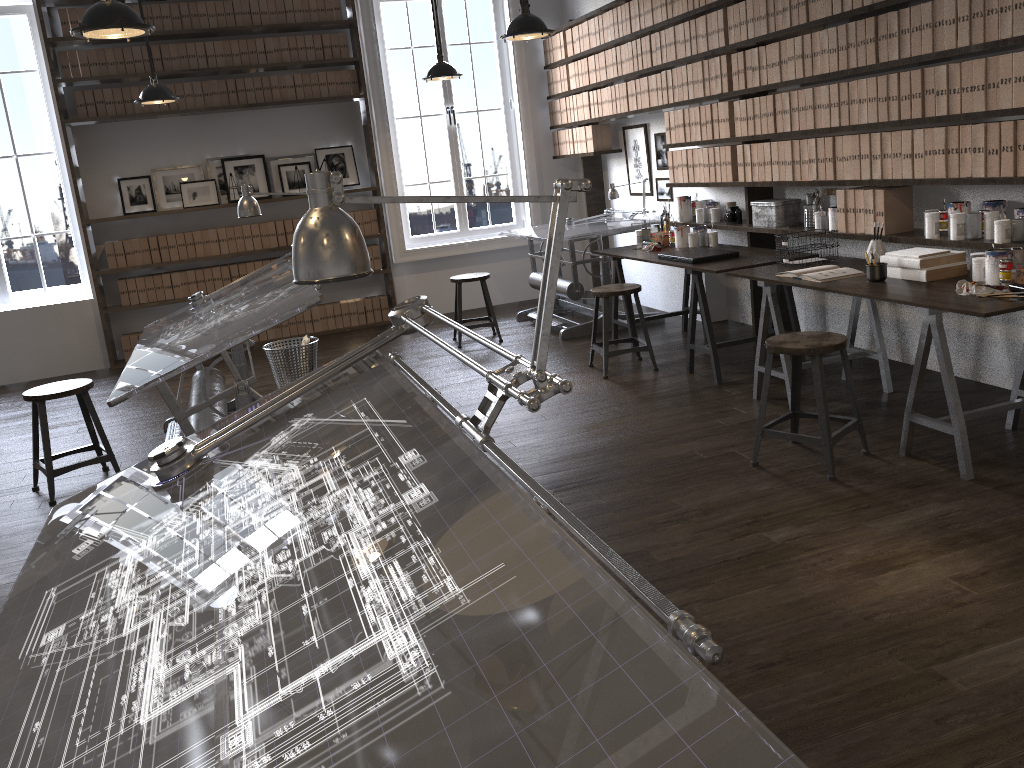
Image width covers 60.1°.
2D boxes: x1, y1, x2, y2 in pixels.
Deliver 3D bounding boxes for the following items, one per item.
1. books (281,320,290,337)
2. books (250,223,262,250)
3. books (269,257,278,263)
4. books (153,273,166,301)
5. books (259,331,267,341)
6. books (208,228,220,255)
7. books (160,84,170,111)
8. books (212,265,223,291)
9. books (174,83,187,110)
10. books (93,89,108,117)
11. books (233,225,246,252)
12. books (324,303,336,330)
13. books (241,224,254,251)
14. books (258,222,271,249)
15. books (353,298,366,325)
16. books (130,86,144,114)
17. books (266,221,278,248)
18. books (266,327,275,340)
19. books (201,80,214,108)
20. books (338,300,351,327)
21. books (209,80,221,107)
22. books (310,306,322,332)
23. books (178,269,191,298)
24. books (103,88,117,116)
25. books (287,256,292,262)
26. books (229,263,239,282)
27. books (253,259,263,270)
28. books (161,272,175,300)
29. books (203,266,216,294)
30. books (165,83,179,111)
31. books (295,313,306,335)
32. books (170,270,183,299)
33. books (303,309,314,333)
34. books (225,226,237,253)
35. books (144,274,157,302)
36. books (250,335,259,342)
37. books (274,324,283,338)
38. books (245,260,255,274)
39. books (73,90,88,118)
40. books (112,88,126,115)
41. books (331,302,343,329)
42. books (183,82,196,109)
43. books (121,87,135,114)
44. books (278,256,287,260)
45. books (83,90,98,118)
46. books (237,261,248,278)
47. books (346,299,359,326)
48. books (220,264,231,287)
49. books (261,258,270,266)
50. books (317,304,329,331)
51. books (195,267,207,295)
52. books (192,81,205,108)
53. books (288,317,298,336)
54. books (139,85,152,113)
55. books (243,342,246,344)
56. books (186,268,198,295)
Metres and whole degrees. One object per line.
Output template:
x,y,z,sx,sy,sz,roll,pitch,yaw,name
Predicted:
-2.063,-0.548,8.015,0.067,0.223,0.176,-10,13,-16,books
-2.260,-1.302,7.822,0.067,0.223,0.176,-10,13,-16,books
-2.115,-1.014,7.925,0.067,0.223,0.176,-10,13,-16,books
-3.039,-0.838,7.642,0.067,0.223,0.176,-10,13,-16,books
-2.254,-0.512,7.957,0.067,0.223,0.176,-10,13,-16,books
-2.596,-1.239,7.722,0.067,0.223,0.176,-10,13,-16,books
-2.920,-2.386,7.419,0.067,0.223,0.176,-10,13,-16,books
-2.584,-0.924,7.778,0.067,0.223,0.176,-10,13,-16,books
-2.790,-2.413,7.465,0.067,0.223,0.176,-10,13,-16,books
-3.377,-2.301,7.285,0.067,0.223,0.176,-10,13,-16,books
-2.397,-1.278,7.788,0.067,0.223,0.176,-10,13,-16,books
-1.675,-0.622,8.134,0.067,0.223,0.176,-10,13,-16,books
-2.330,-1.290,7.804,0.067,0.223,0.176,-10,13,-16,books
-2.192,-1.315,7.843,0.067,0.223,0.176,-10,13,-16,books
-1.413,-0.673,8.221,0.067,0.223,0.176,-10,13,-16,books
-3.110,-2.350,7.360,0.067,0.223,0.176,-10,13,-16,books
-2.134,-1.327,7.865,0.067,0.223,0.176,-10,13,-16,books
-2.187,-0.525,7.980,0.067,0.223,0.176,-10,13,-16,books
-2.585,-2.449,7.520,0.067,0.223,0.176,-10,13,-16,books
-1.546,-0.648,8.179,0.067,0.223,0.176,-10,13,-16,books
-2.527,-2.462,7.543,0.067,0.223,0.176,-10,13,-16,books
-1.798,-0.599,8.099,0.067,0.223,0.176,-10,13,-16,books
-2.845,-0.875,7.701,0.067,0.223,0.176,-10,13,-16,books
-3.308,-2.313,7.301,0.067,0.223,0.176,-10,13,-16,books
-1.983,-1.037,7.960,0.067,0.223,0.176,-10,13,-16,books
-2.446,-0.950,7.819,0.067,0.223,0.176,-10,13,-16,books
-2.246,-0.988,7.883,0.067,0.223,0.176,-10,13,-16,books
-2.971,-0.850,7.658,0.067,0.223,0.176,-10,13,-16,books
-2.652,-0.912,7.761,0.067,0.223,0.176,-10,13,-16,books
-2.855,-2.400,7.443,0.067,0.223,0.176,-10,13,-16,books
-1.933,-0.574,8.060,0.067,0.223,0.176,-10,13,-16,books
-2.904,-0.863,7.681,0.067,0.223,0.176,-10,13,-16,books
-1.866,-0.586,8.076,0.067,0.223,0.176,-10,13,-16,books
-2.462,-1.265,7.766,0.067,0.223,0.176,-10,13,-16,books
-3.105,-0.826,7.623,0.067,0.223,0.176,-10,13,-16,books
-2.325,-0.499,7.937,0.067,0.223,0.176,-10,13,-16,books
-2.128,-0.537,8.000,0.067,0.223,0.176,-10,13,-16,books
-2.313,-0.975,7.858,0.067,0.223,0.176,-10,13,-16,books
-3.517,-2.274,7.242,0.067,0.223,0.176,-10,13,-16,books
-3.243,-2.326,7.325,0.067,0.223,0.176,-10,13,-16,books
-1.613,-0.635,8.159,0.067,0.223,0.176,-10,13,-16,books
-2.723,-2.424,7.482,0.067,0.223,0.176,-10,13,-16,books
-3.176,-2.339,7.346,0.067,0.223,0.176,-10,13,-16,books
-2.044,-1.027,7.945,0.067,0.223,0.176,-10,13,-16,books
-3.446,-2.286,7.258,0.067,0.223,0.176,-10,13,-16,books
-2.377,-0.964,7.846,0.067,0.223,0.176,-10,13,-16,books
-1.478,-0.660,8.196,0.067,0.223,0.176,-10,13,-16,books
-2.518,-0.938,7.803,0.067,0.223,0.176,-10,13,-16,books
-2.182,-1.002,7.906,0.067,0.223,0.176,-10,13,-16,books
-1.739,-0.611,8.119,0.067,0.223,0.176,-10,13,-16,books
-2.719,-0.899,7.741,0.067,0.223,0.176,-10,13,-16,books
-2.653,-2.437,7.500,0.067,0.223,0.176,-10,13,-16,books
-2.000,-0.562,8.041,0.067,0.223,0.176,-10,13,-16,books
-3.049,-2.363,7.383,0.067,0.223,0.176,-10,13,-16,books
-2.392,-0.485,7.913,0.067,0.223,0.176,-10,13,-16,books
-2.780,-0.886,7.716,0.067,0.223,0.176,-10,13,-16,books
